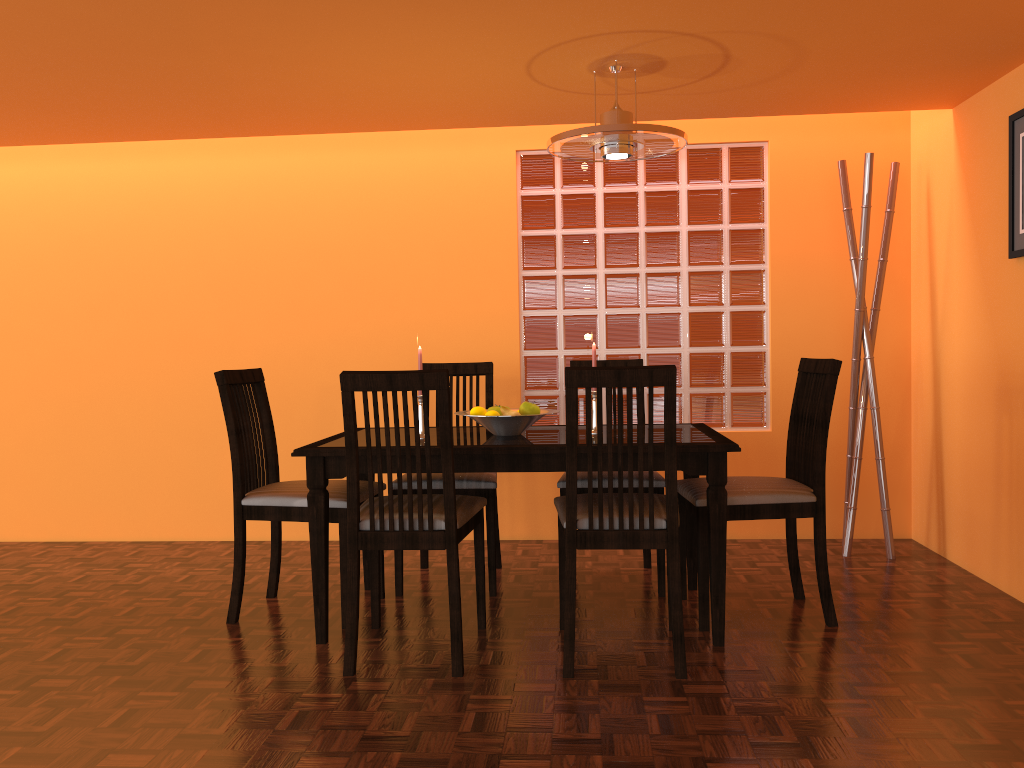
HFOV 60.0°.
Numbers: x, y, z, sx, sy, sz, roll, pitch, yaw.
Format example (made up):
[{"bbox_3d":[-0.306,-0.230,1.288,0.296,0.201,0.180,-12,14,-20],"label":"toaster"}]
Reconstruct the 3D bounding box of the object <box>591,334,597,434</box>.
[{"bbox_3d":[0.262,-0.006,2.810,0.044,0.326,0.044,-1,2,-7],"label":"object"}]

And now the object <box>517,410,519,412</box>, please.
[{"bbox_3d":[0.026,0.112,2.874,0.047,0.056,0.045,-1,2,11],"label":"object"}]

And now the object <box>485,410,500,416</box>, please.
[{"bbox_3d":[-0.062,0.105,2.772,0.046,0.046,0.055,-3,3,-33],"label":"object"}]

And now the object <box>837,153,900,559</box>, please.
[{"bbox_3d":[1.413,-0.102,3.522,0.226,1.589,0.308,0,3,27],"label":"object"}]

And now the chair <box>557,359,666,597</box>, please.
[{"bbox_3d":[0.355,0.318,3.216,0.373,0.809,0.465,-1,2,4],"label":"chair"}]

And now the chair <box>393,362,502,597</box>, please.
[{"bbox_3d":[-0.219,0.328,3.260,0.373,0.809,0.465,-1,2,4],"label":"chair"}]

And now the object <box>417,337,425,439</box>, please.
[{"bbox_3d":[-0.285,0.006,2.769,0.044,0.326,0.044,-1,2,-7],"label":"object"}]

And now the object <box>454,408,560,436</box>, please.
[{"bbox_3d":[-0.015,0.125,2.835,0.337,0.072,0.337,-2,3,-29],"label":"object"}]

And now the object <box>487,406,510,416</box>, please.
[{"bbox_3d":[-0.040,0.109,2.866,0.087,0.076,0.089,-1,2,11],"label":"object"}]

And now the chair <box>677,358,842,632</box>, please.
[{"bbox_3d":[0.768,0.327,2.790,0.465,0.809,0.373,-1,2,-1],"label":"chair"}]

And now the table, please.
[{"bbox_3d":[0.031,0.453,2.832,1.259,0.584,0.697,-1,2,4],"label":"table"}]

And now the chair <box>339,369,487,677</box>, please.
[{"bbox_3d":[-0.280,0.359,2.497,0.373,0.809,0.465,-1,2,4],"label":"chair"}]

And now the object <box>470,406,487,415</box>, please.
[{"bbox_3d":[-0.105,0.094,2.798,0.055,0.046,0.046,-2,2,-13],"label":"object"}]

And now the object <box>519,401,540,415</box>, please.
[{"bbox_3d":[0.057,0.088,2.830,0.069,0.066,0.069,-1,2,14],"label":"object"}]

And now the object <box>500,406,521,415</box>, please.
[{"bbox_3d":[0.000,0.105,2.775,0.066,0.070,0.055,-2,2,-14],"label":"object"}]

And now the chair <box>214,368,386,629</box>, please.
[{"bbox_3d":[-0.690,0.351,2.911,0.465,0.809,0.373,-1,2,9],"label":"chair"}]

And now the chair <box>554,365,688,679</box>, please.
[{"bbox_3d":[0.295,0.350,2.452,0.373,0.809,0.465,-1,2,4],"label":"chair"}]

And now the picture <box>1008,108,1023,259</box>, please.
[{"bbox_3d":[1.589,-0.623,2.671,0.014,0.456,0.361,-1,2,4],"label":"picture"}]

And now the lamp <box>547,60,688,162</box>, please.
[{"bbox_3d":[0.324,-0.845,2.756,0.435,0.274,0.435,0,3,27],"label":"lamp"}]
